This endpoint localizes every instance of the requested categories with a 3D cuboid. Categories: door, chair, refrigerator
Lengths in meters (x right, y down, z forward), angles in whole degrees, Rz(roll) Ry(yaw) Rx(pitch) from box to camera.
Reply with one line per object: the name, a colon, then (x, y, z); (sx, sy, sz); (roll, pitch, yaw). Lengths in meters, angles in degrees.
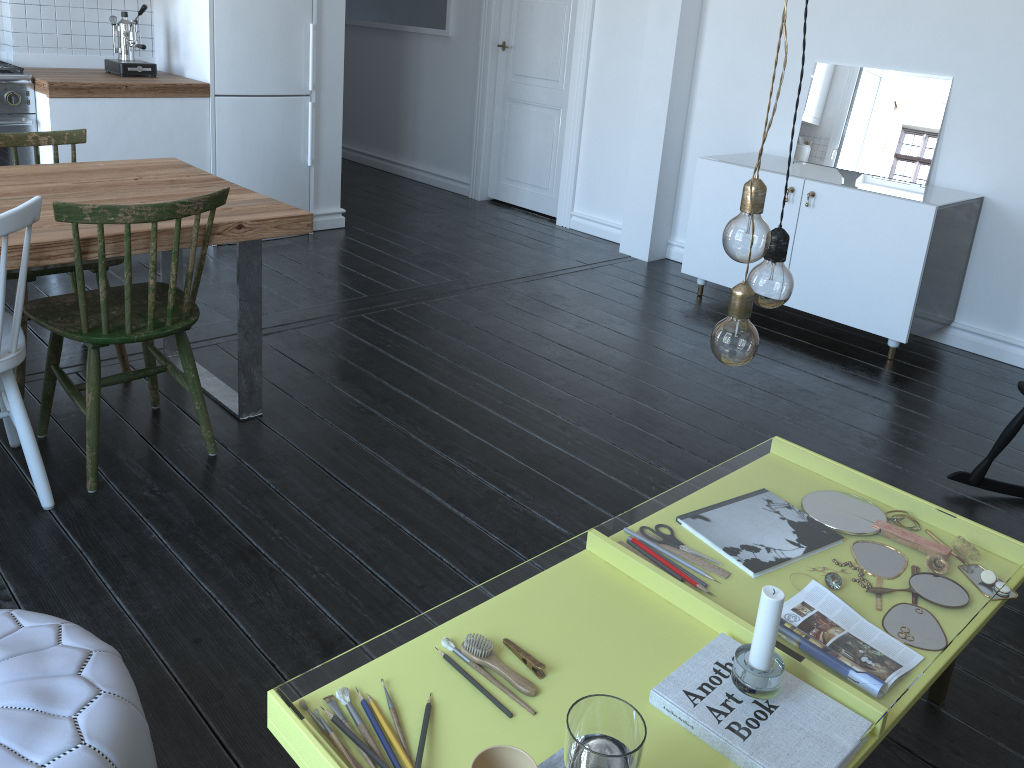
door: (0.169, -2.376, 5.964); (0.117, 2.391, 1.065); (-11, 24, -42)
chair: (-1.121, -0.183, 2.555); (0.474, 0.799, 0.496); (-14, 26, -43)
chair: (-1.630, -0.441, 3.063); (0.474, 0.799, 0.496); (-14, 26, -43)
chair: (-1.445, -0.071, 2.204); (0.472, 0.814, 0.521); (-13, 26, -42)
refrigerator: (-1.543, -1.757, 4.987); (0.583, 1.741, 0.697); (-12, 25, -42)
chair: (1.887, 0.019, 2.465); (0.905, 0.971, 0.634); (5, 19, 0)

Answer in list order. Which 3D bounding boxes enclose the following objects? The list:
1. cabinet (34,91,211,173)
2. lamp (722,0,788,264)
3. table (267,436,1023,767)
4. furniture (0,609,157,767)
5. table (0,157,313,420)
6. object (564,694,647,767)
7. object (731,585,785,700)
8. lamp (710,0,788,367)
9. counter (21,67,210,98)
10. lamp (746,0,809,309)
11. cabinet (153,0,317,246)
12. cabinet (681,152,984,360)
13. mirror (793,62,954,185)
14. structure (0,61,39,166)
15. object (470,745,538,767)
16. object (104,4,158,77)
cabinet: (-3.056, -0.955, 4.005); (3.211, 0.787, 0.749); (-12, 26, -34)
lamp: (0.425, -0.879, 1.173); (0.074, 1.447, 0.077); (6, 17, 2)
table: (0.345, 0.573, 1.590); (1.420, 0.386, 0.614); (-17, 30, -41)
furniture: (-0.850, 0.629, 1.267); (0.627, 0.405, 0.620); (21, 27, 36)
table: (-1.793, -0.125, 2.416); (2.258, 0.692, 1.042); (-16, 30, -41)
object: (0.109, 0.479, 1.088); (0.097, 0.141, 0.101); (7, 19, 5)
object: (0.382, 0.384, 1.334); (0.074, 0.167, 0.077); (2, 19, -10)
lamp: (0.403, -0.721, 1.177); (0.074, 1.447, 0.092); (-1, 19, -20)
counter: (-2.986, -1.332, 3.836); (3.143, 0.071, 0.866); (-17, 31, -41)
lamp: (0.472, -0.814, 1.232); (0.086, 1.447, 0.077); (7, 17, 6)
cabinet: (-2.742, -1.732, 3.976); (3.833, 2.290, 0.799); (-13, 25, -39)
cabinet: (1.506, -0.667, 4.345); (0.597, 0.710, 1.229); (-13, 28, -41)
mirror: (1.762, -1.301, 4.357); (0.054, 0.485, 0.712); (-11, 26, -42)
structure: (-2.759, -1.141, 4.251); (0.709, 0.985, 0.739); (-13, 26, -42)
object: (-0.012, 0.509, 1.093); (0.087, 0.064, 0.090); (-1, 22, -16)
object: (-1.969, -1.792, 4.582); (0.208, 0.357, 0.361); (-13, 26, -42)
